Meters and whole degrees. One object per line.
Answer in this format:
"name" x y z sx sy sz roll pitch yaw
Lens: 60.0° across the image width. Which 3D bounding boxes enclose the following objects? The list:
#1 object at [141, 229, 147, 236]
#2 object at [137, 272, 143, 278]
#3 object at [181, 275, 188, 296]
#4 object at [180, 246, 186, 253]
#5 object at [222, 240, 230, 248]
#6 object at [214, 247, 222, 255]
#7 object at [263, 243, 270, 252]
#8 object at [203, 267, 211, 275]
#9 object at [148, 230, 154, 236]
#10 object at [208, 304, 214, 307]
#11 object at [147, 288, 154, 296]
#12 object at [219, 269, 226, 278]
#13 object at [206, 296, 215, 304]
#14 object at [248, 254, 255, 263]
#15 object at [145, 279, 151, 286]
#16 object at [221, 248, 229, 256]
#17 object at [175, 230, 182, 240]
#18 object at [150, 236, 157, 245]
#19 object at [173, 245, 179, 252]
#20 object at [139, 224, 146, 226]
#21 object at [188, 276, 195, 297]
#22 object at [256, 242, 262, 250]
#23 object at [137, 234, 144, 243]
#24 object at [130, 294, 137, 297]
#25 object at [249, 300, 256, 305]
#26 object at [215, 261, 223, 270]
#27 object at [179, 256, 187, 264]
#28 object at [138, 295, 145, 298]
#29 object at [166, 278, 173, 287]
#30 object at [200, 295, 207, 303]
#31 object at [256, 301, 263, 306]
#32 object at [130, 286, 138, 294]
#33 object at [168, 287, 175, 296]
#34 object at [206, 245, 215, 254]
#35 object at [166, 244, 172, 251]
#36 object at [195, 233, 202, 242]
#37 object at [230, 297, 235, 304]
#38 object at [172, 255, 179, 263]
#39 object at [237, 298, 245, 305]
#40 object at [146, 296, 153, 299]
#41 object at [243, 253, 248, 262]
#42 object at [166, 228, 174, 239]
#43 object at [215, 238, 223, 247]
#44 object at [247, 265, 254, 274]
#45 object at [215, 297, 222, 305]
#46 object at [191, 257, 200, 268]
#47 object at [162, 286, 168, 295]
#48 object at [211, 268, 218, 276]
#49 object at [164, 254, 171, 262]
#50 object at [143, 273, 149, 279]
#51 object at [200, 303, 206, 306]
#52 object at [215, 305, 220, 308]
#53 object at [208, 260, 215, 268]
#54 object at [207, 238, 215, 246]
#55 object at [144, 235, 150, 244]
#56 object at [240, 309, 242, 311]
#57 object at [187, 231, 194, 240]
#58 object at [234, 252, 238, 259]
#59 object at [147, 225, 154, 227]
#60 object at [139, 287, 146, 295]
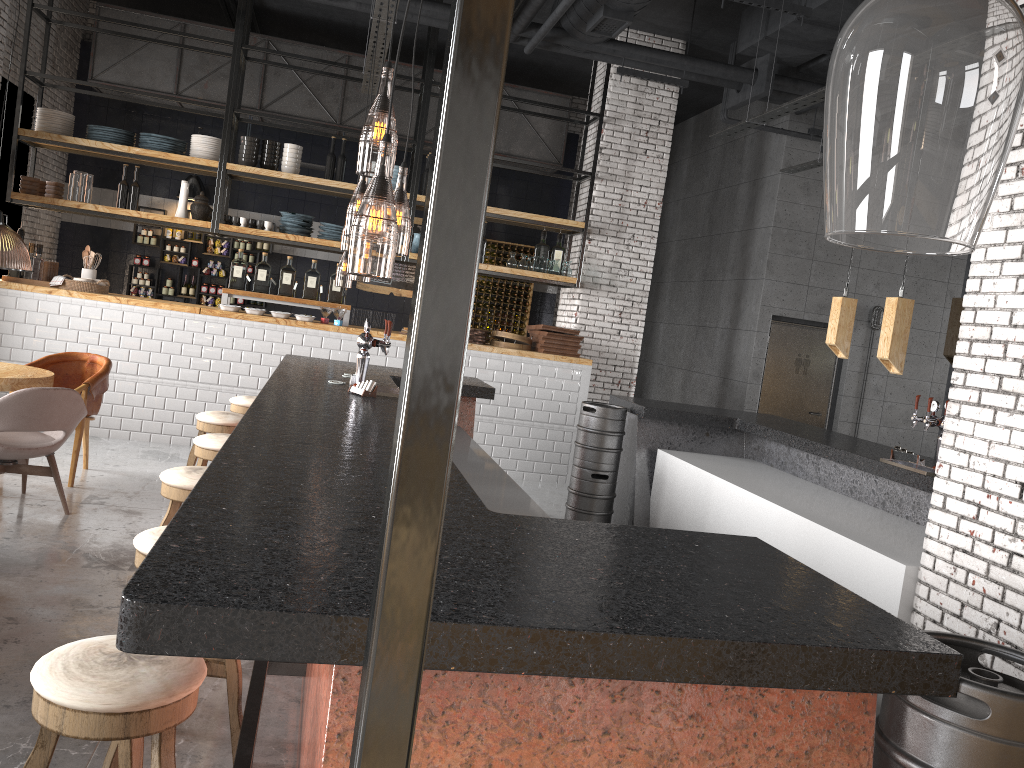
"object" -4.844 -2.001 11.679 0.070 0.083 0.071 7 4 -22
"object" -4.915 -1.440 11.715 0.071 0.083 0.071 9 4 13
"object" -4.369 -1.323 11.851 0.079 0.280 0.079 8 3 -4
"object" -4.373 -1.787 11.794 0.070 0.083 0.071 7 4 -22
"object" -3.839 -1.881 11.913 0.092 0.108 0.105 8 4 -1
"object" -3.945 -1.794 11.898 0.092 0.112 0.100 6 4 -26
"object" -3.321 -1.938 12.020 0.079 0.280 0.079 7 3 -19
"object" -4.105 -1.518 11.891 0.118 0.111 0.086 5 5 -43
"object" -4.764 -1.991 11.696 0.071 0.083 0.071 9 4 13
"object" -4.063 -1.029 11.937 0.092 0.108 0.105 8 4 -1
"object" -4.806 -1.220 11.780 0.111 0.101 0.090 12 5 44
"object" -3.896 -1.493 11.936 0.092 0.112 0.100 6 4 -26
"object" -4.048 -1.129 11.931 0.092 0.108 0.105 8 4 -1
"object" -3.521 -1.695 11.980 0.076 0.111 0.076 11 5 43
"object" -4.813 -1.343 11.739 0.071 0.083 0.071 9 4 13
"object" -3.853 -1.780 11.919 0.092 0.108 0.105 8 4 -1
"object" -4.426 -1.989 11.767 0.079 0.156 0.079 6 4 -27
"object" -4.733 -1.891 11.713 0.076 0.111 0.076 7 4 -17
"object" -4.457 -1.798 11.776 0.070 0.083 0.071 7 4 -22
"object" -4.860 -2.144 11.686 0.081 0.113 0.071 7 3 -11
"object" -4.277 -1.312 11.872 0.079 0.280 0.079 5 4 -43
"object" -3.412 -1.949 12.001 0.079 0.280 0.079 6 4 -38
"object" -4.893 -1.910 11.677 0.076 0.111 0.076 8 3 -2
"object" -5.019 -1.149 11.727 0.085 0.111 0.119 9 4 21
"object" -3.510 -1.216 12.038 0.079 0.280 0.079 8 3 6
"object" -3.943 -1.595 11.929 0.111 0.101 0.090 12 5 44
"object" -4.384 -1.655 11.819 0.092 0.108 0.105 8 4 -1
"object" -4.918 -1.132 11.764 0.111 0.101 0.090 10 4 34
"object" -4.558 -1.350 11.796 0.076 0.111 0.076 7 4 -17
"object" -4.140 -1.142 11.910 0.092 0.112 0.100 6 4 -26
"object" -3.423 -1.206 12.060 0.079 0.280 0.079 8 3 -9
"object" -5.007 -1.249 11.723 0.085 0.111 0.119 11 4 36
"object" -4.533 -1.235 11.810 0.076 0.111 0.076 8 3 -7
"object" -4.040 -1.804 11.878 0.107 0.108 0.088 11 4 38
"object" -4.548 -1.809 11.756 0.071 0.083 0.071 9 4 13
"object" -4.179 -2.045 11.833 0.079 0.280 0.079 6 4 -34
"object" -3.780 -1.141 11.972 0.076 0.111 0.076 11 5 43
"object" -4.472 -1.666 11.799 0.107 0.108 0.088 11 4 38
"object" -3.673 -1.143 12.016 0.100 0.139 0.088 7 3 -11
"object" -4.815 -1.124 11.776 0.092 0.112 0.100 6 4 -26
"object" -3.609 -1.706 11.960 0.076 0.111 0.076 5 4 -37
"object" -4.530 -2.002 11.745 0.079 0.156 0.079 9 3 18
"object" -3.928 -1.892 11.893 0.107 0.108 0.088 11 4 38
"object" -3.543 -1.553 12.007 0.081 0.113 0.071 7 3 -13
"object" -3.944 -1.116 11.954 0.107 0.108 0.088 11 4 38
"object" -4.233 -1.630 11.860 0.100 0.139 0.088 7 3 -11
"object" -4.612 -1.244 11.791 0.076 0.111 0.076 5 4 -37
"object" -3.998 -1.501 11.925 0.111 0.101 0.090 12 5 44
"object" -4.574 -1.681 11.776 0.092 0.112 0.100 6 4 -26
"object" -4.839 -1.430 11.725 0.071 0.083 0.070 10 4 28
"object" -4.151 -1.040 11.917 0.107 0.108 0.088 11 4 38
"object" -3.961 -1.018 11.958 0.092 0.112 0.100 6 4 -26
"object" -4.039 -1.608 11.907 0.111 0.101 0.090 12 5 44
"object" -4.029 -1.906 11.870 0.092 0.112 0.100 6 4 -26
"object" -4.813 -1.900 11.694 0.076 0.111 0.076 8 3 8
"object" -3.697 -0.972 12.017 0.107 0.108 0.088 11 4 38
"object" -4.270 -2.056 11.814 0.079 0.280 0.079 8 3 -9
"object" -3.695 -1.717 11.941 0.076 0.111 0.076 9 3 13
"object" -4.766 -2.132 11.706 0.081 0.113 0.071 7 3 -11
"object" -4.903 -1.232 11.758 0.111 0.101 0.090 11 5 39
